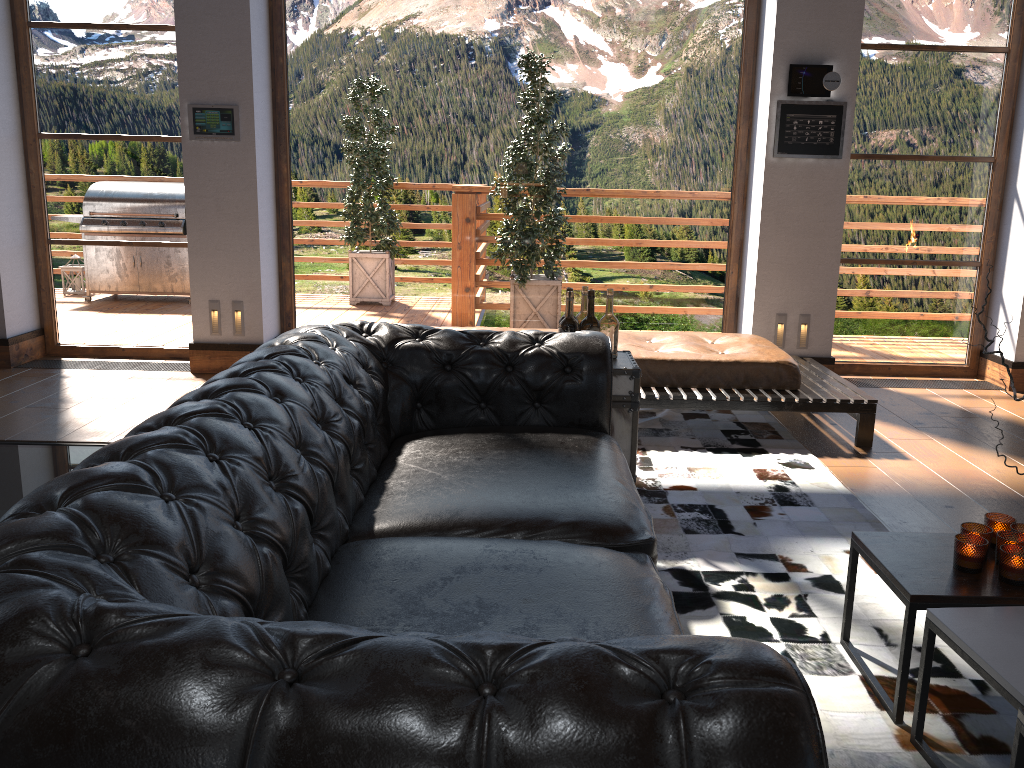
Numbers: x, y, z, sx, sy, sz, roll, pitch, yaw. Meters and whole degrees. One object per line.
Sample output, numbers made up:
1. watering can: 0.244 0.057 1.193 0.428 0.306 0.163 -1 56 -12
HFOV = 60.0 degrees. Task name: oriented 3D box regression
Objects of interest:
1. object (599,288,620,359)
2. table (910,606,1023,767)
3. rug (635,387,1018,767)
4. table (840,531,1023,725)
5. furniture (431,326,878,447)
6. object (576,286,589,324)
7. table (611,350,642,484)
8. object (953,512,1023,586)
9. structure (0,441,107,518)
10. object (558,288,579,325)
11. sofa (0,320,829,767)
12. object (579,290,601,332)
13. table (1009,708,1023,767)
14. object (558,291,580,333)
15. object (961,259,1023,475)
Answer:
1. object: 0.396 -0.247 3.626 0.087 0.285 0.088 3 12 10
2. table: 1.303 0.740 1.943 0.651 0.349 0.400 0 13 -5
3. rug: 0.281 0.427 3.889 2.431 0.053 3.821 2 13 1
4. table: 1.286 0.641 2.371 0.650 0.349 0.401 1 13 0
5. furniture: 0.510 -0.046 5.117 2.760 0.435 1.179 1 13 0
6. object: 0.300 -0.264 3.688 0.087 0.285 0.088 4 13 12
7. table: 0.300 0.188 3.697 0.417 0.607 0.406 1 12 0
8. object: 1.309 0.432 2.326 0.244 0.081 0.306 11 16 38
9. structure: -7.020 -0.455 5.332 11.027 6.379 9.238 1 13 0
10. object: 0.232 -0.250 3.624 0.087 0.285 0.088 11 16 39
11. sofa: -0.243 0.407 2.172 1.240 0.836 2.573 1 13 0
12. object: 0.313 -0.236 3.572 0.088 0.285 0.087 -4 13 -21
13. table: 1.259 0.841 1.498 0.649 0.349 0.402 2 13 5
14. object: 0.227 -0.227 3.523 0.088 0.285 0.087 -4 13 -22
15. object: 1.289 0.166 1.860 0.617 0.805 0.409 4 13 11
